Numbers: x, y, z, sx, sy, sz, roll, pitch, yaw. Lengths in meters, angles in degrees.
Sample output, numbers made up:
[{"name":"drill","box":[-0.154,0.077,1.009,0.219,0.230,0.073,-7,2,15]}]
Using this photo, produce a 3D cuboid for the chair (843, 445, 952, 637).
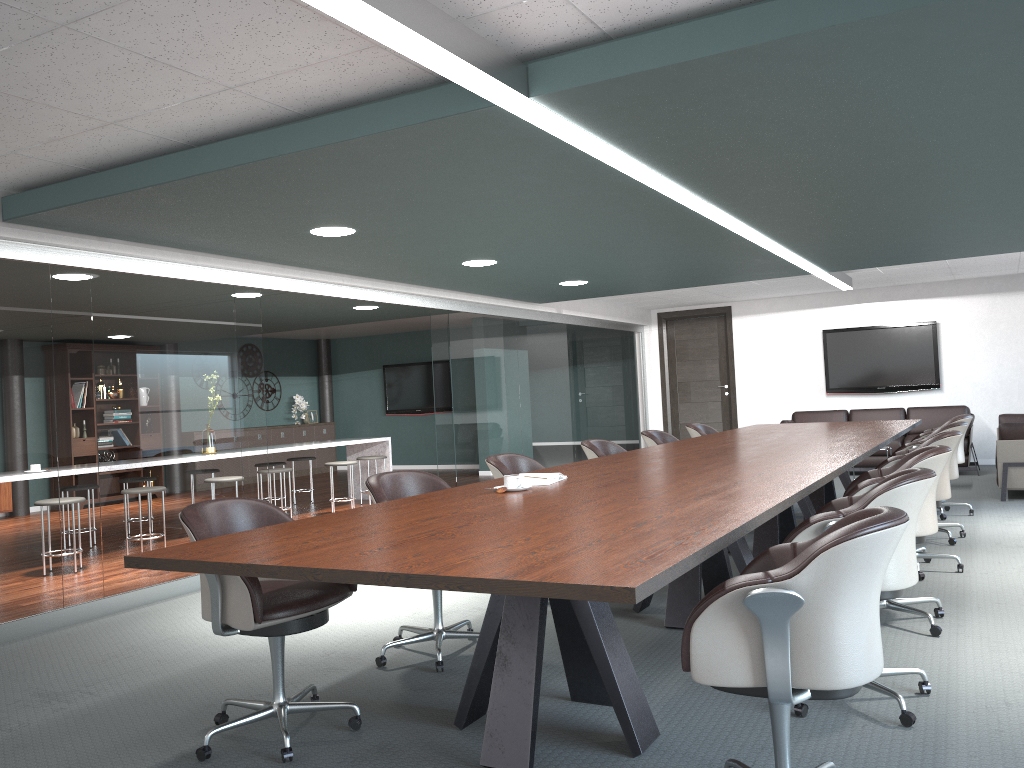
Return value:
[{"name":"chair","box":[1.638,0.654,3.862,0.523,0.761,0.533,-3,-1,5]}]

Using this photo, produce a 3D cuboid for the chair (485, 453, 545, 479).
[{"name":"chair","box":[0.138,0.744,4.630,0.518,0.761,0.535,-4,-1,35]}]

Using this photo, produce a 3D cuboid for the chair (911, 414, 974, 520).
[{"name":"chair","box":[3.248,0.621,6.771,0.518,0.761,0.535,-4,-1,35]}]

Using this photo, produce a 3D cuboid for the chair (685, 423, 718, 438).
[{"name":"chair","box":[1.769,0.710,7.599,0.518,0.761,0.535,-4,-1,35]}]

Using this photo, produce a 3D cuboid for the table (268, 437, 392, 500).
[{"name":"table","box":[-2.705,0.978,8.041,0.609,0.699,4.577,-3,-1,29]}]

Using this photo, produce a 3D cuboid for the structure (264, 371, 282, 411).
[{"name":"structure","box":[-4.147,-0.036,13.497,0.017,1.178,1.791,-3,-1,29]}]

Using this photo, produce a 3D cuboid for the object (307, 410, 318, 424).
[{"name":"object","box":[-3.255,0.538,14.464,0.174,0.207,0.042,-2,-1,-42]}]

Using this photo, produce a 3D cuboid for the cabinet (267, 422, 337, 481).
[{"name":"cabinet","box":[-6.062,1.114,9.490,0.402,0.820,12.287,-3,-1,29]}]

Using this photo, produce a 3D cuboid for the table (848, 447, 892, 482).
[{"name":"table","box":[3.563,0.843,8.889,1.477,0.359,0.926,-3,-1,29]}]

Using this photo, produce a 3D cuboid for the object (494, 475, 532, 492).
[{"name":"object","box":[0.002,0.376,3.372,0.146,0.056,0.146,-2,-1,-37]}]

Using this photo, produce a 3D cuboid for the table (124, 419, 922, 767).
[{"name":"table","box":[1.248,0.719,4.841,1.374,0.706,6.694,-3,-1,29]}]

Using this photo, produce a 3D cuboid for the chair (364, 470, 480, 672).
[{"name":"chair","box":[-0.349,0.754,3.743,0.535,0.761,0.518,-2,-1,-41]}]

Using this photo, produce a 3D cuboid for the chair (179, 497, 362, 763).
[{"name":"chair","box":[-0.806,0.763,2.912,0.518,0.761,0.535,-4,-1,35]}]

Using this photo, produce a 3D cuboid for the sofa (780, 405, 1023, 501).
[{"name":"sofa","box":[4.492,0.615,9.105,1.976,0.728,4.057,-3,-1,-18]}]

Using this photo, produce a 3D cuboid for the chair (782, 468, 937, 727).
[{"name":"chair","box":[1.138,0.665,2.949,0.523,0.761,0.533,-3,-1,10]}]

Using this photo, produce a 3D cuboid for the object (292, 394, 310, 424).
[{"name":"object","box":[-3.415,0.403,14.345,0.221,0.495,0.600,-3,-1,3]}]

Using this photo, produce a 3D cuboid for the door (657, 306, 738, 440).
[{"name":"door","box":[2.557,0.048,12.113,1.038,2.130,0.139,-3,-1,29]}]

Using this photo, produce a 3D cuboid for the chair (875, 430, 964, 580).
[{"name":"chair","box":[2.200,0.642,4.865,0.518,0.761,0.535,-4,-1,35]}]

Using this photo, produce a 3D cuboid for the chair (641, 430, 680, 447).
[{"name":"chair","box":[1.241,0.721,6.619,0.523,0.761,0.533,-3,-1,10]}]

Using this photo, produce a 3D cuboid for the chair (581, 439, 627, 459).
[{"name":"chair","box":[0.717,0.732,5.683,0.518,0.761,0.535,-4,-1,35]}]

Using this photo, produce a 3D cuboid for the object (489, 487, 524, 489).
[{"name":"object","box":[-0.031,0.395,3.328,0.155,0.012,0.034,-3,-1,6]}]

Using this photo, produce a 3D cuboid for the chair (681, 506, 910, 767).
[{"name":"chair","box":[0.665,0.674,2.070,0.518,0.761,0.535,-4,-1,35]}]

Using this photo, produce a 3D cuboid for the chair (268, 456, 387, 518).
[{"name":"chair","box":[-2.737,1.075,8.094,1.479,0.512,4.029,-3,-1,28]}]

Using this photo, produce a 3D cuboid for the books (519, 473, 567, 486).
[{"name":"books","box":[0.103,0.387,3.654,0.180,0.032,0.285,-3,-1,19]}]

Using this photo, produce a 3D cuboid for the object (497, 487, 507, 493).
[{"name":"object","box":[-0.038,0.394,3.299,0.044,0.021,0.041,-3,-1,21]}]

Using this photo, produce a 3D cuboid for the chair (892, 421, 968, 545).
[{"name":"chair","box":[2.707,0.632,5.802,0.523,0.761,0.533,-3,-1,14]}]
